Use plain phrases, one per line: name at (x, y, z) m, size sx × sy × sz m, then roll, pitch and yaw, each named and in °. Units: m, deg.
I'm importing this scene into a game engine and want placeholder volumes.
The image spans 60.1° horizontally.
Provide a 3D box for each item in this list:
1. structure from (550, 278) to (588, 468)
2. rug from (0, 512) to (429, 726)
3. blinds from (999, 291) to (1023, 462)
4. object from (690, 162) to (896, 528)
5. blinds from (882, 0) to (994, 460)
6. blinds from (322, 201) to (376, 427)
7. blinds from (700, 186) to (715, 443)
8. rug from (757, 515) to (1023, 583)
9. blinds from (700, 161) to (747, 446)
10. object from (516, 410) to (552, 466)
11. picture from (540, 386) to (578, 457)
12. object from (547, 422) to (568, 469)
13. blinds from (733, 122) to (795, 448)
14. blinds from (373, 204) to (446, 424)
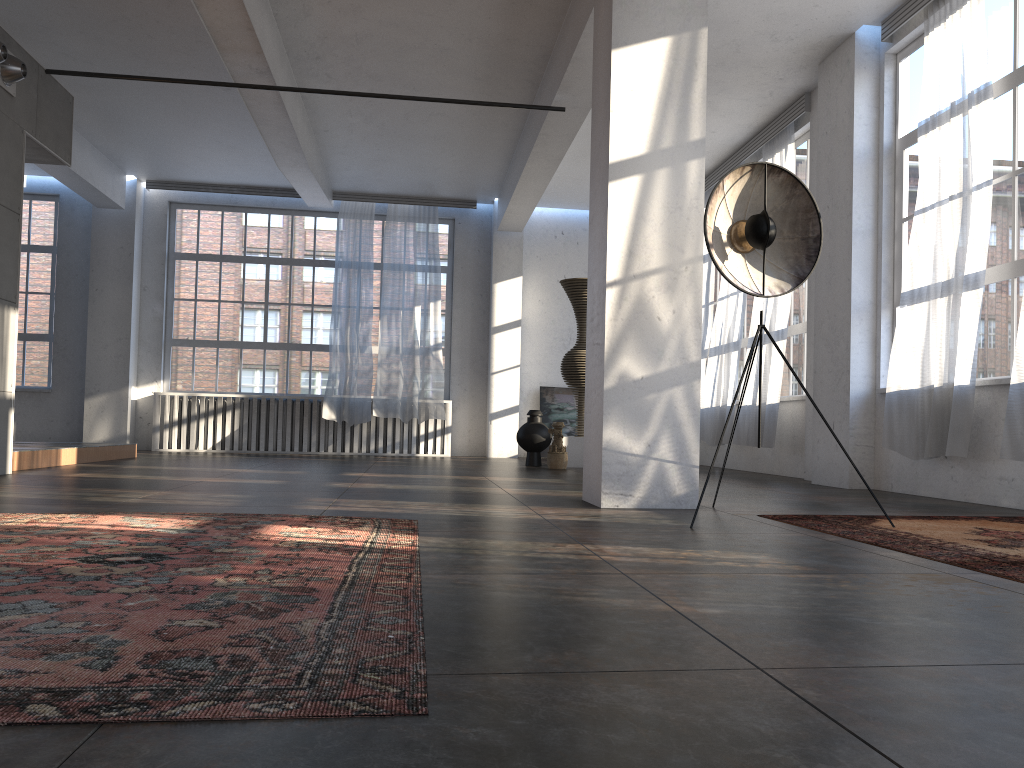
structure at (0.896, -0.116, 11.080) m, size 0.681 × 2.325 × 0.746 m, roll 2°, pitch -2°, yaw -7°
rug at (-1.211, 0.539, 2.647) m, size 1.866 × 0.029 × 2.869 m, roll 2°, pitch -3°, yaw -7°
blinds at (3.351, -1.355, 5.137) m, size 0.363 × 3.672 × 1.026 m, roll 2°, pitch -2°, yaw -7°
object at (1.317, -0.227, 4.845) m, size 1.062 × 1.918 × 1.174 m, roll 2°, pitch -2°, yaw -7°
blinds at (3.212, -1.285, 6.625) m, size 0.317 × 3.711 × 1.019 m, roll 2°, pitch -2°, yaw -8°
blinds at (-2.386, -1.135, 13.191) m, size 0.696 × 3.557 × 0.872 m, roll 2°, pitch -2°, yaw -8°
blinds at (2.563, -1.018, 12.349) m, size 0.342 × 3.695 × 1.028 m, roll 2°, pitch -2°, yaw -10°
rug at (2.432, 0.680, 3.515) m, size 1.827 × 0.009 × 3.112 m, roll 2°, pitch -3°, yaw -8°
blinds at (2.708, -1.065, 11.174) m, size 0.317 × 3.711 × 1.019 m, roll 2°, pitch -2°, yaw -8°
object at (0.275, 0.670, 10.969) m, size 0.452 × 0.693 × 0.433 m, roll 3°, pitch -3°, yaw -43°
picture at (1.130, 0.620, 13.965) m, size 1.442 × 1.141 × 0.302 m, roll 2°, pitch -2°, yaw -11°
object at (0.523, 0.736, 10.132) m, size 0.236 × 0.600 × 0.223 m, roll 1°, pitch -2°, yaw 20°
blinds at (2.849, -1.128, 9.849) m, size 0.363 × 3.672 × 1.026 m, roll 2°, pitch -2°, yaw -7°
blinds at (-1.472, -1.149, 13.192) m, size 1.063 × 3.499 × 0.994 m, roll 2°, pitch -2°, yaw -7°
